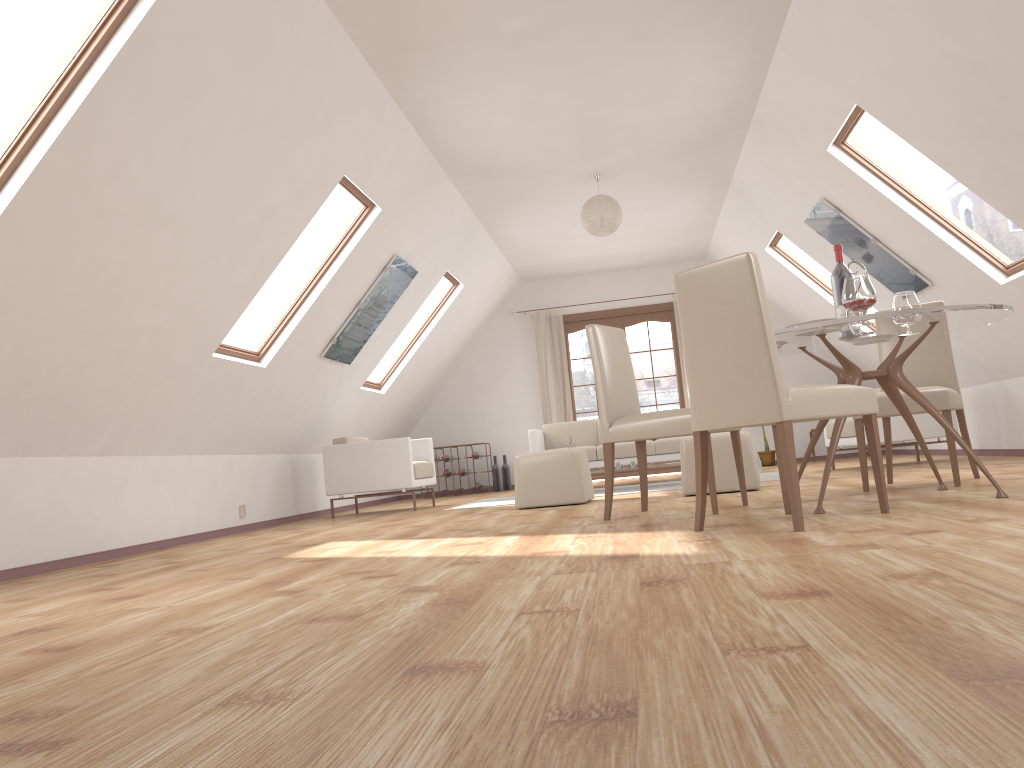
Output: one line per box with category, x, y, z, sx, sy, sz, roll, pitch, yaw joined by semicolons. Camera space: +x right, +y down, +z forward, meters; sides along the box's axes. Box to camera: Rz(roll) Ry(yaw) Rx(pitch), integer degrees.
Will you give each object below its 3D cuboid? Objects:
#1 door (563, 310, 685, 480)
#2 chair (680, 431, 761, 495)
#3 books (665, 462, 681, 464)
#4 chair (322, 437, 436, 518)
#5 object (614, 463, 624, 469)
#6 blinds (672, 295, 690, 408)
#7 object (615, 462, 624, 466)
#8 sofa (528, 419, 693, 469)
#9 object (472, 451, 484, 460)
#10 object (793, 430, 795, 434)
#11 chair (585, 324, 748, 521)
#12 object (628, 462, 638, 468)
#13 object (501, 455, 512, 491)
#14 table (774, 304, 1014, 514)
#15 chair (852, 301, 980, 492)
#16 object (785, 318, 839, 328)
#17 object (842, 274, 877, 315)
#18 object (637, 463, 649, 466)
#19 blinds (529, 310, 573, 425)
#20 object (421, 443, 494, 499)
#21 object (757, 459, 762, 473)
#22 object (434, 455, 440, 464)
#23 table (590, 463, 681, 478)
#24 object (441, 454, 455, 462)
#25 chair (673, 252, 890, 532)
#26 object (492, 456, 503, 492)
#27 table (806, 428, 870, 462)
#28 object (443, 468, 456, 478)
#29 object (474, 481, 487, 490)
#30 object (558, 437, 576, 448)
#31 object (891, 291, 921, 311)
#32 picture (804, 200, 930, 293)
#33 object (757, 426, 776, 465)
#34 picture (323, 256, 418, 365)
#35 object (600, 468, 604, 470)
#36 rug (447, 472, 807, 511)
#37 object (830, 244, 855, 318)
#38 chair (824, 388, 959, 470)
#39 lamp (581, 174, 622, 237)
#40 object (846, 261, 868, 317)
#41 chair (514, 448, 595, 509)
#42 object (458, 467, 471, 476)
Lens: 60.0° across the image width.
door;1.419;0.146;11.039;1.546;2.001;0.098;-6;-5;8
chair;1.386;0.526;5.973;0.506;0.394;0.506;-7;-5;12
books;1.476;0.676;7.672;0.280;0.005;0.192;-6;-5;0
chair;-1.175;0.809;8.063;0.820;0.706;0.748;-7;-5;10
object;0.899;0.707;7.653;0.064;0.052;0.143;-9;-6;38
blinds;2.289;-0.058;10.796;0.424;2.129;0.123;-6;-5;3
object;0.939;0.728;7.927;0.064;0.052;0.143;-4;-5;-22
sofa;1.166;0.667;9.040;1.880;0.706;0.820;-6;-5;8
object;-0.433;0.871;10.844;0.109;0.109;0.435;-6;-5;8
object;3.167;0.685;10.206;0.234;0.480;0.209;-3;-6;-26
chair;0.776;0.154;4.502;0.618;0.999;0.477;-9;-6;32
object;1.057;0.691;7.631;0.064;0.051;0.143;-4;-5;-22
object;-0.071;1.099;10.971;0.115;0.443;0.120;-6;-5;2
table;1.632;0.139;3.993;1.198;0.770;1.198;-8;-6;28
chair;2.147;0.045;4.785;0.477;0.999;0.618;-9;-6;35
object;1.291;-0.247;3.760;0.228;0.020;0.228;-2;-6;-37
object;1.432;-0.352;3.657;0.136;0.183;0.136;-4;-5;-13
object;1.156;0.691;7.757;0.143;0.052;0.064;-6;-5;8
blinds;0.523;0.142;11.076;0.423;2.130;0.120;-6;-5;5
object;-0.685;1.063;10.907;0.854;0.608;0.417;-6;-5;8
object;2.262;0.743;8.627;0.212;0.267;0.315;-5;-5;-5
object;-0.984;0.928;10.914;0.110;0.110;0.439;-6;-5;8
table;1.009;0.829;7.762;1.173;0.190;0.730;-6;-5;8
object;-0.802;0.911;10.894;0.109;0.109;0.435;-6;-5;8
chair;1.023;0.036;3.439;0.618;0.999;0.477;-2;-6;-37
object;-0.185;1.092;10.776;0.115;0.443;0.120;-6;-5;2
table;3.811;0.657;10.045;0.730;0.390;0.773;-6;-5;6
object;-0.783;1.095;10.875;0.109;0.109;0.435;-6;-5;8
object;-0.396;1.243;10.808;0.109;0.109;0.435;-6;-5;8
object;0.530;0.609;7.907;0.184;0.359;0.123;-1;-7;-40
object;1.876;-0.345;4.221;0.136;0.183;0.136;-9;-6;34
picture;2.702;-1.015;6.823;0.683;0.738;0.650;-6;-5;8
object;2.957;0.545;10.499;0.311;0.846;0.307;-6;-5;0
picture;-1.154;-0.591;7.350;0.683;0.738;0.650;-6;-5;8
object;0.840;0.726;7.801;0.143;0.052;0.064;-6;-5;8
rug;0.970;0.919;7.694;2.800;0.007;1.600;-6;-5;8
object;1.569;-0.446;4.197;0.109;0.435;0.109;-6;-5;4
chair;3.144;0.333;7.461;0.820;0.706;0.748;-5;-5;-2
lamp;0.722;-1.465;7.254;0.340;0.497;0.340;-1;-7;-43
object;1.577;-0.403;4.040;0.086;0.322;0.096;-3;-6;-29
chair;0.298;0.668;6.365;0.506;0.394;0.506;-7;-5;12
object;-0.599;1.078;10.850;0.109;0.109;0.435;-6;-5;8
